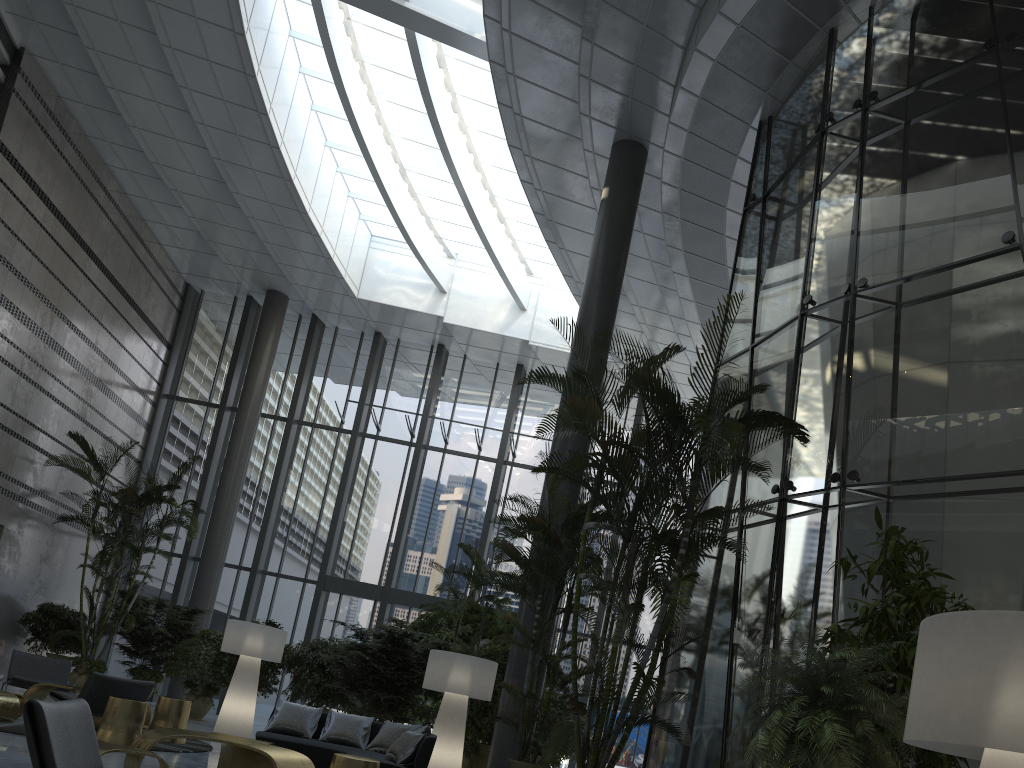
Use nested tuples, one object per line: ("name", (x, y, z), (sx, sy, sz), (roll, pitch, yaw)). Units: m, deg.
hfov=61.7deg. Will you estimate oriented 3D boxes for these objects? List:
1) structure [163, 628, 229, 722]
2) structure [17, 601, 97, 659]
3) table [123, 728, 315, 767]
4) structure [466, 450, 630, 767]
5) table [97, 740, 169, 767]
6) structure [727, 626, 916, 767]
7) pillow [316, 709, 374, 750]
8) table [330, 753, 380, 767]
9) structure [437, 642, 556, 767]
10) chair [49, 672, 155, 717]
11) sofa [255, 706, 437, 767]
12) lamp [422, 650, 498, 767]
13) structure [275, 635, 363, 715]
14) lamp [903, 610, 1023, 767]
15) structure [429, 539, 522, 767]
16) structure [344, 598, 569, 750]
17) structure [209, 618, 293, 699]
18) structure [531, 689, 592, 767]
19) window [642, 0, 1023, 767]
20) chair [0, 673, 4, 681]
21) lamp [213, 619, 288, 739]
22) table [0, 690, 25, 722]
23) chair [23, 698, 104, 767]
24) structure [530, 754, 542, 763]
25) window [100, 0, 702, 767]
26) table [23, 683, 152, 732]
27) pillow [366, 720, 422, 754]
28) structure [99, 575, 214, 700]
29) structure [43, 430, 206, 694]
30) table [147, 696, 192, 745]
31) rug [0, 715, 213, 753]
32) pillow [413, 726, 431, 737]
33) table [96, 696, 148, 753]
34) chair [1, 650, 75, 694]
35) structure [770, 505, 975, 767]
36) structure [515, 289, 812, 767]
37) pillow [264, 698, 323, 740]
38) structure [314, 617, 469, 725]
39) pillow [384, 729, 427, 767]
("structure", (-5.287, 5.056, 14.913), (1.529, 1.538, 1.580), (20, -16, -29))
("structure", (-8.010, 4.590, 15.003), (1.101, 1.477, 1.512), (0, -18, 42))
("table", (-2.272, 3.070, 6.905), (1.473, 0.405, 1.336), (13, -20, -4))
("structure", (0.325, 2.643, 8.758), (1.697, 3.569, 2.085), (14, -11, -13))
("table", (-2.903, 2.638, 5.944), (0.776, 0.275, 1.005), (0, -23, 28))
("structure", (1.553, 2.147, 4.402), (1.012, 1.694, 0.932), (15, -11, -16))
("pillow", (-1.867, 3.929, 9.738), (0.608, 0.384, 0.314), (10, -13, 3))
("table", (-1.229, 3.084, 6.509), (0.446, 0.475, 0.464), (12, -14, -3))
("structure", (-0.243, 4.642, 12.030), (1.524, 2.034, 1.703), (0, -17, 43))
("chair", (-4.219, 3.279, 8.761), (0.707, 0.640, 0.787), (1, -19, 35))
("sofa", (-1.806, 3.847, 8.979), (1.944, 0.670, 2.107), (13, -20, -4))
("lamp", (-0.738, 4.081, 10.281), (0.897, 1.600, 0.820), (20, -13, -37))
("structure", (-3.136, 5.196, 14.564), (1.959, 1.808, 1.779), (2, -17, 33))
("lamp", (1.785, 1.703, 3.044), (0.897, 1.600, 0.820), (20, -13, -37))
("structure", (-0.626, 3.681, 11.505), (1.452, 3.313, 1.239), (14, -9, -13))
("structure", (-0.875, 5.150, 14.708), (3.706, 2.826, 3.412), (8, -16, 14))
("structure", (-4.456, 4.864, 14.469), (1.210, 1.881, 1.487), (6, -14, 27))
("structure", (0.472, 5.319, 12.723), (1.529, 1.538, 1.580), (20, -16, -29))
("window", (4.046, 2.435, 11.881), (4.213, 7.582, 16.340), (11, -19, 5))
("chair", (-6.023, 3.175, 9.391), (0.765, 0.640, 0.730), (18, -16, -23))
("lamp", (-3.821, 4.261, 12.262), (0.817, 1.599, 0.900), (8, -11, 19))
("table", (-5.381, 3.216, 8.668), (0.784, 0.258, 0.875), (19, -22, -21))
("chair", (-1.817, 1.825, 3.908), (0.742, 0.640, 0.752), (14, -15, -8))
("structure", (0.132, 5.147, 11.207), (0.440, 0.609, 0.470), (11, -12, 6))
("window", (-2.933, -0.425, 10.764), (13.343, 9.550, 20.094), (7, -19, 15))
("table", (-4.793, 3.743, 9.870), (1.329, 0.379, 1.296), (-1, -23, 29))
("pillow", (-1.320, 3.939, 9.538), (0.612, 0.395, 0.311), (-5, -20, 42))
("structure", (-6.567, 4.729, 15.607), (1.921, 2.193, 1.906), (15, -14, -13))
("structure", (-6.814, 3.114, 14.678), (2.506, 4.458, 2.581), (10, -11, 8))
("table", (-3.927, 3.858, 9.849), (0.453, 0.475, 0.456), (14, -14, -11))
("rug", (-5.175, 3.742, 9.512), (3.767, 0.018, 3.546), (23, -24, -28))
("pillow", (-1.049, 3.738, 8.889), (0.373, 0.430, 0.649), (15, -17, -14))
("table", (-3.772, 3.292, 8.295), (0.446, 0.475, 0.464), (12, -14, -3))
("chair", (-5.829, 3.683, 10.576), (0.773, 0.640, 0.722), (22, -18, -32))
("structure", (2.230, 2.069, 5.076), (1.195, 2.599, 1.045), (16, -10, -25))
("structure", (0.947, 1.639, 7.118), (2.527, 4.458, 2.563), (15, -11, -17))
("pillow", (-2.460, 3.796, 9.698), (0.612, 0.384, 0.311), (12, -13, -1))
("structure", (-1.971, 4.606, 13.064), (2.286, 2.224, 2.416), (14, -15, -11))
("pillow", (-1.049, 3.611, 8.510), (0.288, 0.352, 0.572), (17, -18, -22))
